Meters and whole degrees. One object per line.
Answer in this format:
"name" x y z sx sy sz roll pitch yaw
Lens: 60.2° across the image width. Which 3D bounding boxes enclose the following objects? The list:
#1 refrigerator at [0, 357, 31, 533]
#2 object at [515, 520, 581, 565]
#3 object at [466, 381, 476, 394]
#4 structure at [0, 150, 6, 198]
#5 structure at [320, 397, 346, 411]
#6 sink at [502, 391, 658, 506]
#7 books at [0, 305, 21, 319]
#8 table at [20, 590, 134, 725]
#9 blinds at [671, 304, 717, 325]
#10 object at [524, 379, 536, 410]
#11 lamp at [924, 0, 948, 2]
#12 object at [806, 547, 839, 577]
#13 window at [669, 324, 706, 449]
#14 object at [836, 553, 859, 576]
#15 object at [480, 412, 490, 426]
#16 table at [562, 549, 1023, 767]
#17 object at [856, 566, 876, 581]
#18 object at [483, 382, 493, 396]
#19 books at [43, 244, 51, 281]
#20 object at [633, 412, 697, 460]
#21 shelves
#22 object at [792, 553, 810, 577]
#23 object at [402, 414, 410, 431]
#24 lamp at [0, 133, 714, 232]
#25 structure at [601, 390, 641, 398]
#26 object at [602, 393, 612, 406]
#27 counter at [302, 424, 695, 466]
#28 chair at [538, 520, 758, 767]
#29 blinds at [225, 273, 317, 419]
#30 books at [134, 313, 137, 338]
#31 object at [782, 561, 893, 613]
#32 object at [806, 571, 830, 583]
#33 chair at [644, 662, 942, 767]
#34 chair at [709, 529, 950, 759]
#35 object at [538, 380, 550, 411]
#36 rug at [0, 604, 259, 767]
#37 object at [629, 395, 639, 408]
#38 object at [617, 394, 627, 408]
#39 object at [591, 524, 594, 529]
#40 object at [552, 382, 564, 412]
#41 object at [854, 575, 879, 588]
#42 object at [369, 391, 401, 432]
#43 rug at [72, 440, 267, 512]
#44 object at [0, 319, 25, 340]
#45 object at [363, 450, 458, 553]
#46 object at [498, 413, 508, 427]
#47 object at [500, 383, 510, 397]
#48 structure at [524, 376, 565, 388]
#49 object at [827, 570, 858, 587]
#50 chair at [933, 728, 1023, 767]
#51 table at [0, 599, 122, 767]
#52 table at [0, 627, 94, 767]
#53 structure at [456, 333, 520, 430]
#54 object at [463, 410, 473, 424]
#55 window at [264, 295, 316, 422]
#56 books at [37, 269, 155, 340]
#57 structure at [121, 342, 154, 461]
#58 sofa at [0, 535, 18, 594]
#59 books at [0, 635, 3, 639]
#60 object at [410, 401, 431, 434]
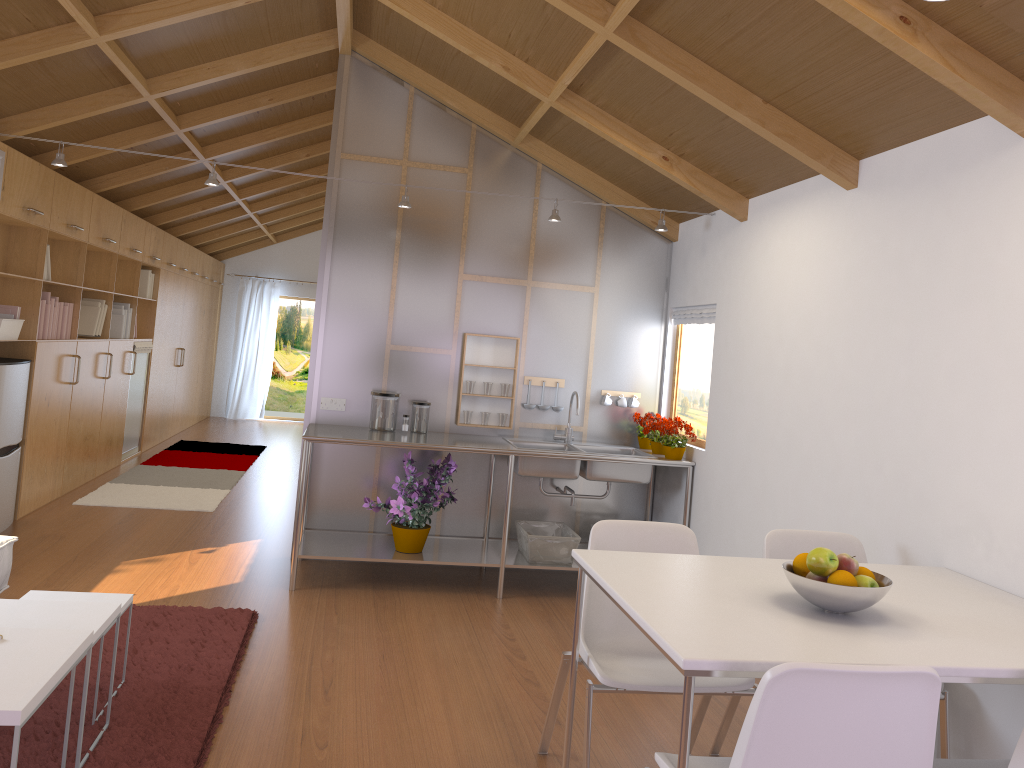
"refrigerator" -3.024 0.356 5.069 0.261 0.989 0.713 5 -1 -10
"object" 0.188 0.886 4.936 0.298 0.159 0.414 5 2 -10
"object" -0.247 0.021 5.230 0.061 0.077 0.061 5 -1 2
"structure" -2.652 -1.067 4.282 0.013 0.301 0.903 5 2 -10
"structure" -1.038 0.118 5.133 0.142 0.071 0.011 5 -2 -10
"sink" 0.370 0.367 5.078 0.809 0.642 0.563 5 0 -10
"books" -2.997 -0.369 5.206 0.150 0.193 0.088 5 -2 -10
"table" -1.494 0.897 2.926 0.341 0.309 0.369 5 0 -10
"blinds" 1.060 -0.398 5.115 0.047 0.111 0.725 5 2 -10
"object" 0.112 0.066 5.290 0.075 0.183 0.074 4 -2 22
"lamp" -0.207 -0.847 1.437 3.823 0.153 0.072 5 -1 -10
"object" 0.744 0.426 2.118 0.070 0.069 0.077 5 0 -10
"window" 1.070 -0.051 5.108 0.026 0.797 0.724 5 0 -10
"object" 0.810 0.446 2.152 0.063 0.067 0.061 5 0 28
"object" -0.161 0.206 5.240 0.061 0.077 0.061 5 -1 -36
"table" 0.812 0.922 2.226 1.207 0.745 0.899 5 0 -10
"object" 0.859 0.484 2.176 0.068 0.066 0.067 5 0 34
"object" -0.145 0.029 5.247 0.061 0.077 0.061 5 -1 -36
"books" -3.039 -0.810 5.614 0.175 0.297 0.279 5 0 -10
"object" 0.865 0.293 5.122 0.233 0.235 0.688 5 2 -9
"shelves" -0.119 0.731 4.957 2.089 0.755 0.632 5 0 -10
"object" 0.738 0.458 2.214 0.067 0.068 0.068 5 0 -34
"object" -0.603 0.221 5.012 0.037 0.093 0.037 5 -2 5
"lamp" -0.755 -1.016 4.581 3.823 0.153 0.072 5 -1 -10
"structure" 0.674 0.063 5.415 0.250 0.032 0.041 5 1 -10
"object" 0.581 0.094 5.392 0.059 0.080 0.062 5 -1 -10
"counter" -0.085 0.338 4.973 2.106 0.021 0.650 5 2 -10
"chair" 0.422 0.849 2.685 0.530 0.788 0.546 5 -1 -10
"blinds" -2.716 -0.442 12.704 2.843 2.042 0.232 5 -2 -10
"books" -3.488 -0.566 7.988 0.175 0.297 0.279 5 0 -10
"object" 0.785 0.505 2.149 0.255 0.091 0.254 6 2 32
"object" 0.750 0.488 2.148 0.078 0.089 0.080 5 0 39
"chair" 0.578 0.897 1.791 0.530 0.788 0.546 5 -1 -10
"chair" 1.006 0.897 2.786 0.530 0.788 0.546 5 -1 -10
"object" 0.196 0.073 5.304 0.075 0.183 0.074 4 -2 22
"rug" -1.883 1.042 2.656 1.883 0.020 2.481 5 2 -10
"object" 0.750 0.107 5.421 0.059 0.080 0.062 5 -1 -10
"object" 0.674 0.103 5.403 0.059 0.081 0.062 5 -1 -3
"object" 0.634 0.922 5.013 0.298 0.159 0.414 5 2 -10
"object" 0.280 0.079 5.319 0.075 0.183 0.074 4 -2 22
"object" 0.838 0.491 2.109 0.070 0.069 0.077 5 0 -10
"object" -0.732 0.157 5.069 0.172 0.216 0.171 5 -1 4
"rug" -2.857 0.758 7.913 0.915 0.011 3.723 5 2 -10
"object" -2.977 -0.320 5.083 0.203 0.123 0.350 5 2 -10
"object" -0.525 0.630 4.774 0.523 0.554 0.351 5 -1 -19
"object" -0.059 0.214 5.257 0.061 0.077 0.061 5 -1 -36
"object" -0.043 0.037 5.265 0.061 0.077 0.061 5 -1 -36
"structure" 0.197 -0.012 5.346 0.250 0.051 0.016 5 -2 -10
"object" 0.778 0.473 2.083 0.067 0.068 0.068 5 0 -34
"chair" 1.162 0.944 1.891 0.530 0.788 0.546 5 -1 -10
"table" -1.422 0.880 2.533 0.424 0.384 0.458 5 0 -10
"table" -1.340 0.877 2.079 0.485 0.439 0.524 5 0 -10
"structure" -0.142 -0.017 5.257 0.327 0.546 0.076 5 -2 -10
"object" -0.262 0.198 5.222 0.061 0.077 0.061 5 -1 2
"window" -3.302 -0.379 12.766 0.873 1.791 0.026 5 -2 -10
"books" -3.299 -0.694 7.040 0.188 0.659 3.110 5 2 -10
"structure" -3.603 0.127 8.175 0.315 1.082 0.725 5 -1 -10
"sofa" -2.283 0.700 2.483 0.861 0.630 2.355 5 2 -10
"books" -1.421 0.641 2.226 0.193 0.016 0.152 6 2 20
"object" -0.532 0.193 5.123 0.113 0.177 0.113 5 -1 11
